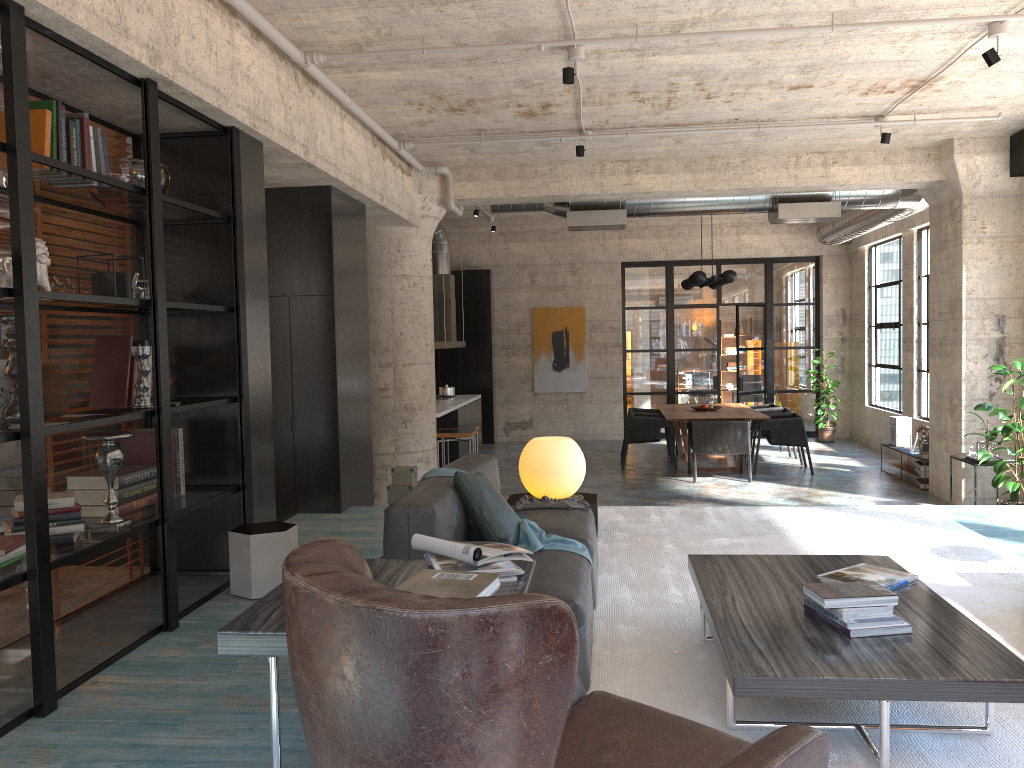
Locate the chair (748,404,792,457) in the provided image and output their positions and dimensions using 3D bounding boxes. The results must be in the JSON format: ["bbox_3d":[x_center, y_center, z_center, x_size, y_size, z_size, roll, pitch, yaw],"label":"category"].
[{"bbox_3d":[3.734,0.688,13.270,0.754,0.738,0.707,-1,3,6],"label":"chair"}]

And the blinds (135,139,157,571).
[{"bbox_3d":[-2.337,0.111,3.739,0.136,3.160,2.915,-1,3,6],"label":"blinds"}]

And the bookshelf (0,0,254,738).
[{"bbox_3d":[-1.987,-0.086,3.696,0.628,2.571,2.900,-1,3,6],"label":"bookshelf"}]

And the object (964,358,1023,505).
[{"bbox_3d":[4.448,0.542,7.799,0.886,1.552,0.514,-2,3,-7],"label":"object"}]

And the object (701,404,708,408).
[{"bbox_3d":[2.709,0.315,12.315,0.219,0.097,0.100,-4,4,-40],"label":"object"}]

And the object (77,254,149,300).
[{"bbox_3d":[-1.815,-0.492,4.187,0.200,0.200,0.409,0,3,16],"label":"object"}]

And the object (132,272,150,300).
[{"bbox_3d":[-1.988,-0.502,4.707,0.323,0.177,0.322,-1,3,6],"label":"object"}]

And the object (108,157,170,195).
[{"bbox_3d":[-2.001,-1.024,4.597,0.430,0.217,0.434,-1,3,9],"label":"object"}]

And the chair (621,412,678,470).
[{"bbox_3d":[1.885,0.775,12.311,0.754,0.738,0.707,-1,3,6],"label":"chair"}]

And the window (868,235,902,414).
[{"bbox_3d":[5.927,-1.028,16.285,0.081,2.530,7.902,-1,3,6],"label":"window"}]

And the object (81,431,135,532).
[{"bbox_3d":[-1.789,0.434,3.951,0.218,0.433,0.218,-1,3,-2],"label":"object"}]

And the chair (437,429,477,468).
[{"bbox_3d":[-0.673,0.922,10.827,0.450,0.698,0.450,-1,3,6],"label":"chair"}]

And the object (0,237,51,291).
[{"bbox_3d":[-2.101,-0.506,3.817,0.131,0.280,0.252,-1,3,14],"label":"object"}]

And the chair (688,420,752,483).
[{"bbox_3d":[2.599,0.816,11.159,0.707,0.738,0.754,-1,3,6],"label":"chair"}]

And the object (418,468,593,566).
[{"bbox_3d":[-0.104,0.642,4.271,0.985,0.438,0.444,1,3,33],"label":"object"}]

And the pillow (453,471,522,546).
[{"bbox_3d":[-0.066,0.580,4.268,0.320,0.393,0.670,-1,3,12],"label":"pillow"}]

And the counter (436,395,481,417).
[{"bbox_3d":[-1.168,0.287,12.199,1.000,0.046,3.500,-1,3,6],"label":"counter"}]

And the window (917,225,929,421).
[{"bbox_3d":[5.363,-0.757,11.017,0.081,2.530,1.780,-1,3,6],"label":"window"}]

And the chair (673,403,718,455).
[{"bbox_3d":[2.870,0.682,13.766,0.707,0.738,0.754,-1,3,6],"label":"chair"}]

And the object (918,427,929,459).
[{"bbox_3d":[4.779,0.671,10.152,0.248,0.333,0.415,1,4,42],"label":"object"}]

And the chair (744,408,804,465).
[{"bbox_3d":[3.669,0.728,12.481,0.754,0.738,0.707,-1,3,11],"label":"chair"}]

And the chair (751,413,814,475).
[{"bbox_3d":[3.529,0.772,11.647,0.754,0.738,0.707,-1,3,11],"label":"chair"}]

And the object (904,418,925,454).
[{"bbox_3d":[4.885,0.624,10.726,0.199,0.365,0.703,0,3,17],"label":"object"}]

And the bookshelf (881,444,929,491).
[{"bbox_3d":[4.870,0.984,10.684,0.350,0.347,1.600,-1,3,6],"label":"bookshelf"}]

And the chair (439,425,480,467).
[{"bbox_3d":[-0.664,0.895,11.371,0.450,0.698,0.450,-1,3,6],"label":"chair"}]

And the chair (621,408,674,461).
[{"bbox_3d":[1.972,0.737,13.039,0.754,0.738,0.707,-1,3,6],"label":"chair"}]

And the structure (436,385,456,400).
[{"bbox_3d":[-1.139,0.116,13.295,0.506,0.187,0.833,-1,3,6],"label":"structure"}]

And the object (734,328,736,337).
[{"bbox_3d":[5.449,-1.253,21.340,0.190,0.230,0.189,-4,4,-39],"label":"object"}]

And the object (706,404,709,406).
[{"bbox_3d":[2.735,0.316,12.382,0.110,0.082,0.088,-4,4,-44],"label":"object"}]

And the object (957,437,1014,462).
[{"bbox_3d":[4.476,0.589,8.390,0.327,0.253,0.546,-1,3,6],"label":"object"}]

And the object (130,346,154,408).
[{"bbox_3d":[-1.800,-0.034,4.314,0.099,0.301,0.099,-1,3,1],"label":"object"}]

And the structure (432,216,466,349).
[{"bbox_3d":[-1.179,-1.533,12.253,0.538,2.100,3.117,-1,3,6],"label":"structure"}]

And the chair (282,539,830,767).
[{"bbox_3d":[0.061,0.769,1.796,0.975,0.940,0.820,-4,4,-44],"label":"chair"}]

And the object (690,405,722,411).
[{"bbox_3d":[2.702,0.328,12.339,0.435,0.079,0.435,1,4,43],"label":"object"}]

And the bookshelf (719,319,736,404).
[{"bbox_3d":[4.851,-0.462,21.488,3.034,2.179,0.366,-1,3,6],"label":"bookshelf"}]

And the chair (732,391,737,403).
[{"bbox_3d":[4.592,0.328,17.397,0.653,1.015,0.684,-1,3,5],"label":"chair"}]

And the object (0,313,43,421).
[{"bbox_3d":[-2.072,-0.071,3.730,0.192,0.447,0.191,-3,3,-36],"label":"object"}]

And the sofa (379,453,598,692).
[{"bbox_3d":[-0.102,0.774,4.358,1.019,0.680,2.063,-1,3,6],"label":"sofa"}]

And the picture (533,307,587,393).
[{"bbox_3d":[0.844,-0.600,15.583,0.928,1.494,0.029,-1,3,6],"label":"picture"}]

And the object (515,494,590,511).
[{"bbox_3d":[0.233,0.727,5.142,0.433,0.185,0.429,-1,3,2],"label":"object"}]

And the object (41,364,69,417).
[{"bbox_3d":[-2.072,0.029,3.933,0.190,0.230,0.189,-3,4,-39],"label":"object"}]

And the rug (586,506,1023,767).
[{"bbox_3d":[1.277,1.145,3.071,2.954,0.032,7.768,-1,3,6],"label":"rug"}]

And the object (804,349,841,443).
[{"bbox_3d":[5.147,0.191,14.626,0.514,1.552,0.886,-1,3,3],"label":"object"}]
